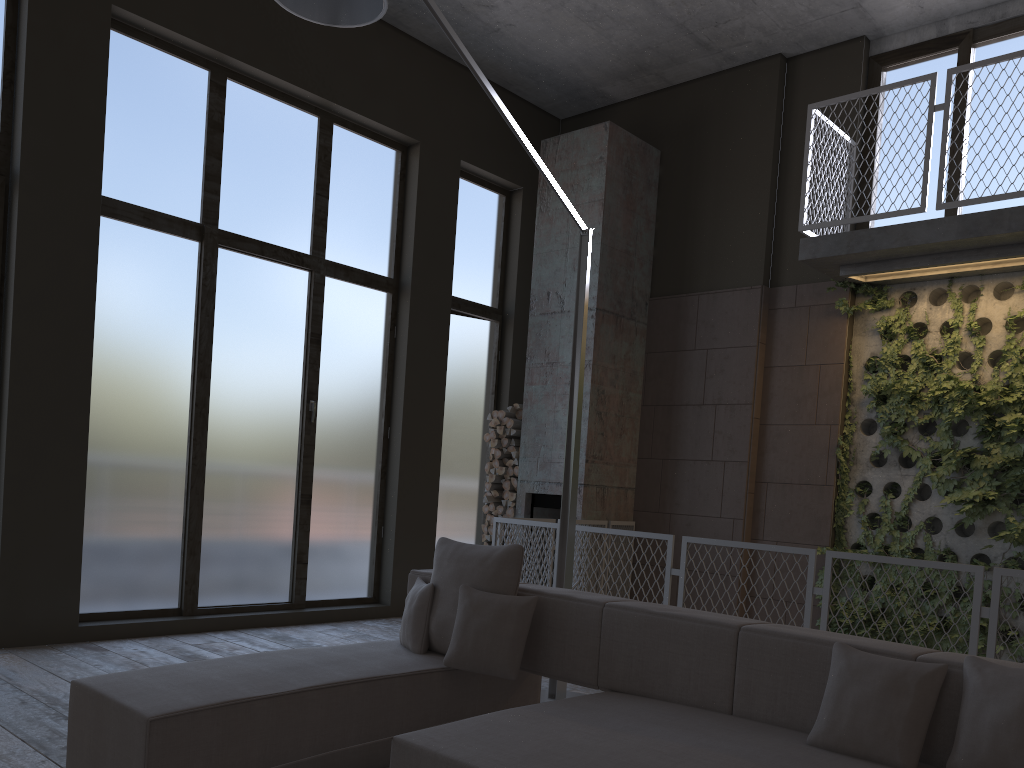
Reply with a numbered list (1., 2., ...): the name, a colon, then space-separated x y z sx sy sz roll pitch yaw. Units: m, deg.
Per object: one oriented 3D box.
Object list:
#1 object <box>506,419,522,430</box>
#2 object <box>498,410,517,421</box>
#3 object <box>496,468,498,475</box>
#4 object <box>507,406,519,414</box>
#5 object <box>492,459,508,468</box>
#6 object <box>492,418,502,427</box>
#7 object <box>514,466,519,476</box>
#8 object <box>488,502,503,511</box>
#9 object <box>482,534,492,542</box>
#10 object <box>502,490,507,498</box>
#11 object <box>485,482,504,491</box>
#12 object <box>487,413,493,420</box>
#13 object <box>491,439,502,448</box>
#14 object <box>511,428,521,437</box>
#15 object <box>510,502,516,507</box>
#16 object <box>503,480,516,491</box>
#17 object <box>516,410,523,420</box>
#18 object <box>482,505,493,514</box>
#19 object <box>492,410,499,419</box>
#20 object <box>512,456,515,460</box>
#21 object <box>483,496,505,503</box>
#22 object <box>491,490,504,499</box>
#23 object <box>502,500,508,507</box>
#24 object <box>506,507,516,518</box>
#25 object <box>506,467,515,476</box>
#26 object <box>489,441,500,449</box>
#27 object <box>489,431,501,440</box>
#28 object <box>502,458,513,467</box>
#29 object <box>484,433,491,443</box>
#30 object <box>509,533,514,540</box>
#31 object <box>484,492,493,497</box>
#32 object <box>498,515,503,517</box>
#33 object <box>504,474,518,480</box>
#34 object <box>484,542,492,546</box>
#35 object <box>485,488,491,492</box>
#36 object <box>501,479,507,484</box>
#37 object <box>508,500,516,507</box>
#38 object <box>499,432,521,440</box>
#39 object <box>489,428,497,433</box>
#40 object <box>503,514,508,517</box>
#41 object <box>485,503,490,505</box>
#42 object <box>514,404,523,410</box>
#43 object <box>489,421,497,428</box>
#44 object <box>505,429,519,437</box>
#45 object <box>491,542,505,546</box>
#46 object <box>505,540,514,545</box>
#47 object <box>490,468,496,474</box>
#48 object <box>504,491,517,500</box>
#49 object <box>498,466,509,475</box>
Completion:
1. object: 0.127 0.409 8.577 0.093 0.093 0.441 2 -6 42
2. object: -0.005 0.325 8.619 0.103 0.103 0.294 2 -6 42
3. object: 0.004 0.886 8.730 0.067 0.067 0.426 2 -6 42
4. object: 0.089 0.275 8.641 0.065 0.073 0.362 2 -6 41
5. object: -0.014 0.808 8.758 0.092 0.093 0.441 2 -6 42
6. object: -0.014 0.400 8.686 0.112 0.079 0.439 0 -7 42
7. object: 0.194 0.862 8.572 0.091 0.092 0.441 2 -6 42
8. object: -0.043 1.237 8.785 0.090 0.089 0.459 2 -6 44
9. object: -0.127 1.550 8.859 0.079 0.107 0.440 3 -5 43
10. object: 0.065 1.097 8.711 0.101 0.086 0.365 1 -7 44
11. object: -0.075 1.035 8.774 0.090 0.089 0.459 1 -6 45
12. object: -0.081 0.346 8.764 0.067 0.069 0.426 2 -6 42
13. object: -0.014 0.605 8.695 0.093 0.083 0.483 1 -7 42
14. object: 0.156 0.487 8.556 0.066 0.067 0.426 2 -6 42
15. object: 0.088 1.171 8.495 0.062 0.048 0.252 1 -7 42
16. object: 0.042 0.998 8.598 0.098 0.107 0.296 2 -6 42
17. object: 0.171 0.321 8.641 0.099 0.108 0.296 2 -6 44
18. object: -0.111 1.268 8.842 0.091 0.092 0.440 2 -6 44
19. object: -0.014 0.333 8.743 0.090 0.090 0.459 2 -6 41
20. object: 0.131 0.739 8.707 0.103 0.102 0.294 2 -6 42
21. object: -0.113 1.152 8.709 0.071 0.072 0.426 2 -6 44
22. object: -0.018 1.111 8.773 0.114 0.079 0.438 0 -7 44
23. object: 0.066 1.186 8.663 0.067 0.067 0.426 2 -6 44
24. object: 0.078 1.247 8.503 0.100 0.102 0.295 2 -6 42
25. object: 0.133 0.873 8.634 0.090 0.089 0.459 2 -6 42
26. object: -0.069 0.618 8.748 0.067 0.067 0.426 2 -6 42
27. object: -0.037 0.528 8.710 0.090 0.089 0.459 2 -6 42
28. object: 0.062 0.794 8.724 0.101 0.086 0.366 1 -7 42
29. object: -0.100 0.556 8.773 0.091 0.092 0.441 2 -6 42
30. object: 0.146 1.490 8.609 0.114 0.079 0.438 0 -7 42
31. object: -0.116 1.124 8.812 0.121 0.067 0.366 0 -8 42
32. object: 0.003 1.325 8.700 0.064 0.074 0.362 2 -6 41
33. object: 0.064 0.927 8.621 0.088 0.056 0.335 0 -8 44
34. object: -0.136 1.653 8.879 0.070 0.118 0.367 4 -5 43
35. object: -0.100 1.060 8.836 0.067 0.071 0.426 2 -6 44
36. object: 0.035 0.971 8.683 0.064 0.074 0.362 2 -6 45
37. object: 0.125 1.182 8.608 0.067 0.067 0.426 2 -6 44
38. object: 0.056 0.534 8.665 0.114 0.079 0.438 0 -7 42
39. object: -0.065 0.490 8.766 0.066 0.086 0.428 3 -6 41
40. object: 0.076 1.308 8.628 0.121 0.067 0.366 -1 -8 44
41. object: -0.102 1.198 8.813 0.066 0.085 0.428 2 -6 45
42. object: 0.154 0.239 8.617 0.087 0.055 0.335 0 -7 42
43. object: -0.062 0.419 8.782 0.122 0.068 0.366 -1 -8 44
44. object: 0.097 0.490 8.611 0.067 0.066 0.426 2 -6 42
45. object: -0.015 1.592 8.697 0.114 0.079 0.438 0 -7 42
46. object: 0.130 1.567 8.588 0.093 0.083 0.483 1 -7 44
47. object: -0.056 0.886 8.785 0.067 0.067 0.426 2 -6 42
48. object: 0.103 1.106 8.640 0.092 0.093 0.440 2 -6 44
49. object: 0.058 0.873 8.677 0.093 0.083 0.483 1 -7 42
